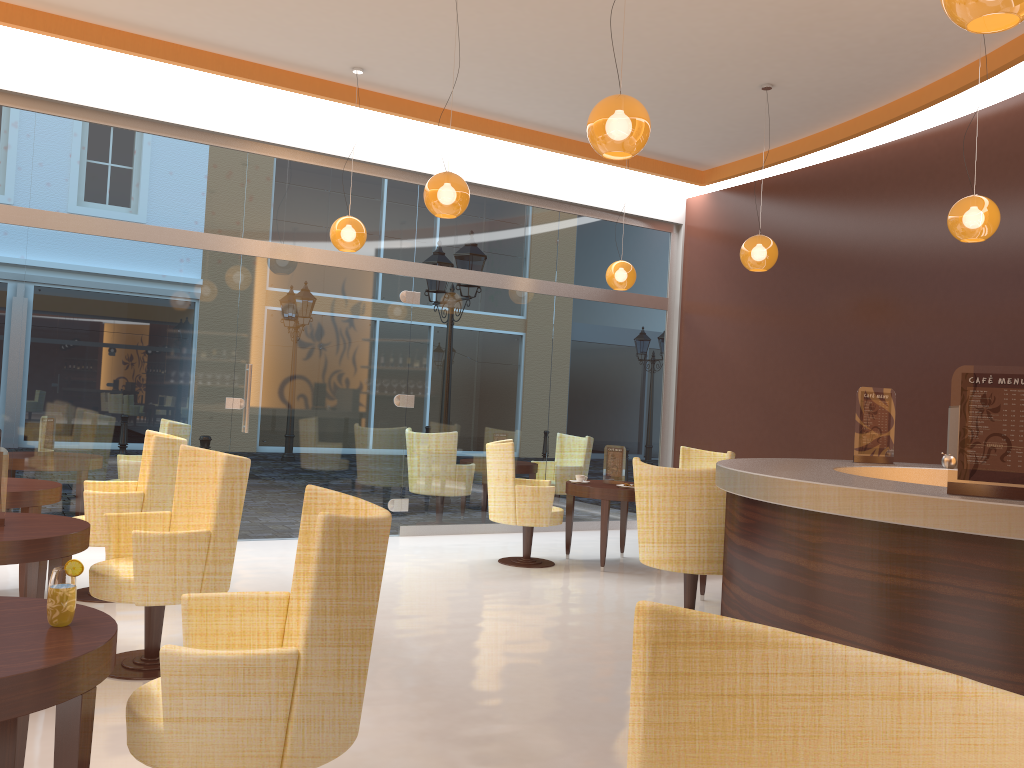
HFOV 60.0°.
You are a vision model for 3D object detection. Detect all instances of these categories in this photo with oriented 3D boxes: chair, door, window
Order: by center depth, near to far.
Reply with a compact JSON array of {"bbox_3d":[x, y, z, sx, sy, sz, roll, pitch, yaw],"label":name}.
[{"bbox_3d":[0.274,0.839,1.006,0.685,1.017,0.729,4,-2,-34],"label":"chair"},{"bbox_3d":[-0.711,0.823,2.500,0.685,1.017,0.729,3,-1,-14],"label":"chair"},{"bbox_3d":[-1.635,0.817,4.225,0.685,1.017,0.729,4,-2,-34],"label":"chair"},{"bbox_3d":[-2.431,0.808,5.567,0.685,1.017,0.729,4,-2,-28],"label":"chair"},{"bbox_3d":[1.128,1.001,5.671,0.729,1.017,0.685,2,-2,37],"label":"chair"},{"bbox_3d":[0.098,0.990,7.454,0.685,1.017,0.729,3,-1,1],"label":"chair"},{"bbox_3d":[1.611,1.084,7.966,0.685,1.017,0.729,4,-2,-28],"label":"chair"},{"bbox_3d":[-1.724,0.166,8.130,1.640,2.499,0.020,4,-2,-31],"label":"door"},{"bbox_3d":[-1.697,-0.332,8.143,8.200,3.380,0.040,4,-2,-31],"label":"window"}]

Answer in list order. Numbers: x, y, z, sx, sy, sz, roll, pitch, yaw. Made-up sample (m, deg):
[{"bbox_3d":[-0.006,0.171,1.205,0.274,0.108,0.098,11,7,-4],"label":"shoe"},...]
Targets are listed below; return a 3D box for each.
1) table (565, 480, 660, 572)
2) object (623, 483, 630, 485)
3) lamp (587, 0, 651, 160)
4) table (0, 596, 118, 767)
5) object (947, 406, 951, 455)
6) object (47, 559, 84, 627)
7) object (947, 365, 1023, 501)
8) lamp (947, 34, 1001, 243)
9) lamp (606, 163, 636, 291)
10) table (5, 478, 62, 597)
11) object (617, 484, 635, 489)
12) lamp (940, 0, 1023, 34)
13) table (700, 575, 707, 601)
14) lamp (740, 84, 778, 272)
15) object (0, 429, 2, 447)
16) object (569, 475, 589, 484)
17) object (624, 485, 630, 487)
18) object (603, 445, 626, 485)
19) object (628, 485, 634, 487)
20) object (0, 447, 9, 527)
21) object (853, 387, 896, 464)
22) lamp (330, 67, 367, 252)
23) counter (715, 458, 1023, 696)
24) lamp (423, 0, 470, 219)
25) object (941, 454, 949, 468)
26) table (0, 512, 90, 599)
[{"bbox_3d":[0.882,1.206,7.623,0.872,0.679,0.874,3,-1,16],"label":"table"},{"bbox_3d":[0.962,0.841,7.428,0.052,0.016,0.055,4,-2,-31],"label":"object"},{"bbox_3d":[0.532,-1.815,4.167,0.299,1.500,0.299,2,-2,37],"label":"lamp"},{"bbox_3d":[-1.441,0.944,2.123,0.872,0.679,0.874,3,-1,1],"label":"table"},{"bbox_3d":[2.569,0.295,4.845,0.270,0.340,0.373,3,-1,14],"label":"object"},{"bbox_3d":[-1.160,0.538,2.292,0.067,0.171,0.072,2,-2,42],"label":"object"},{"bbox_3d":[1.519,0.150,2.787,0.258,0.414,0.052,2,-2,28],"label":"object"},{"bbox_3d":[2.936,-1.650,5.594,0.299,1.500,0.299,2,-2,38],"label":"lamp"},{"bbox_3d":[1.099,-1.671,8.690,0.299,1.500,0.299,2,-2,27],"label":"lamp"},{"bbox_3d":[-3.159,0.929,5.224,0.872,0.679,0.874,3,-1,16],"label":"table"},{"bbox_3d":[1.003,0.858,7.409,0.234,0.020,0.234,2,-2,31],"label":"object"},{"bbox_3d":[1.451,-1.804,2.619,0.299,1.500,0.299,3,-1,-13],"label":"lamp"},{"bbox_3d":[1.749,1.217,6.178,0.872,0.679,0.874,3,-1,16],"label":"table"},{"bbox_3d":[2.018,-1.661,7.142,0.299,1.500,0.299,2,-2,37],"label":"lamp"},{"bbox_3d":[-3.132,0.423,5.236,0.042,0.335,0.209,2,-2,42],"label":"object"},{"bbox_3d":[0.580,0.815,7.588,0.153,0.069,0.153,4,-2,-30],"label":"object"},{"bbox_3d":[0.958,0.848,7.393,0.054,0.018,0.051,3,-1,17],"label":"object"},{"bbox_3d":[0.887,0.700,7.673,0.209,0.335,0.042,2,-2,34],"label":"object"},{"bbox_3d":[0.997,0.849,7.369,0.055,0.014,0.053,2,-2,42],"label":"object"},{"bbox_3d":[-2.264,0.433,3.772,0.209,0.335,0.042,3,-1,-13],"label":"object"},{"bbox_3d":[1.989,0.227,4.858,0.258,0.414,0.052,4,-1,-17],"label":"object"},{"bbox_3d":[-1.304,-1.836,7.263,0.299,1.500,0.299,2,-2,34],"label":"lamp"},{"bbox_3d":[1.675,0.944,3.861,1.586,1.100,2.917,3,-1,14],"label":"counter"},{"bbox_3d":[-0.386,-1.825,5.715,0.299,1.500,0.299,4,-2,-20],"label":"lamp"},{"bbox_3d":[2.332,0.411,4.729,0.075,0.077,0.075,2,-2,28],"label":"object"},{"bbox_3d":[-2.286,0.940,3.751,0.872,0.679,0.874,3,-1,6],"label":"table"}]
